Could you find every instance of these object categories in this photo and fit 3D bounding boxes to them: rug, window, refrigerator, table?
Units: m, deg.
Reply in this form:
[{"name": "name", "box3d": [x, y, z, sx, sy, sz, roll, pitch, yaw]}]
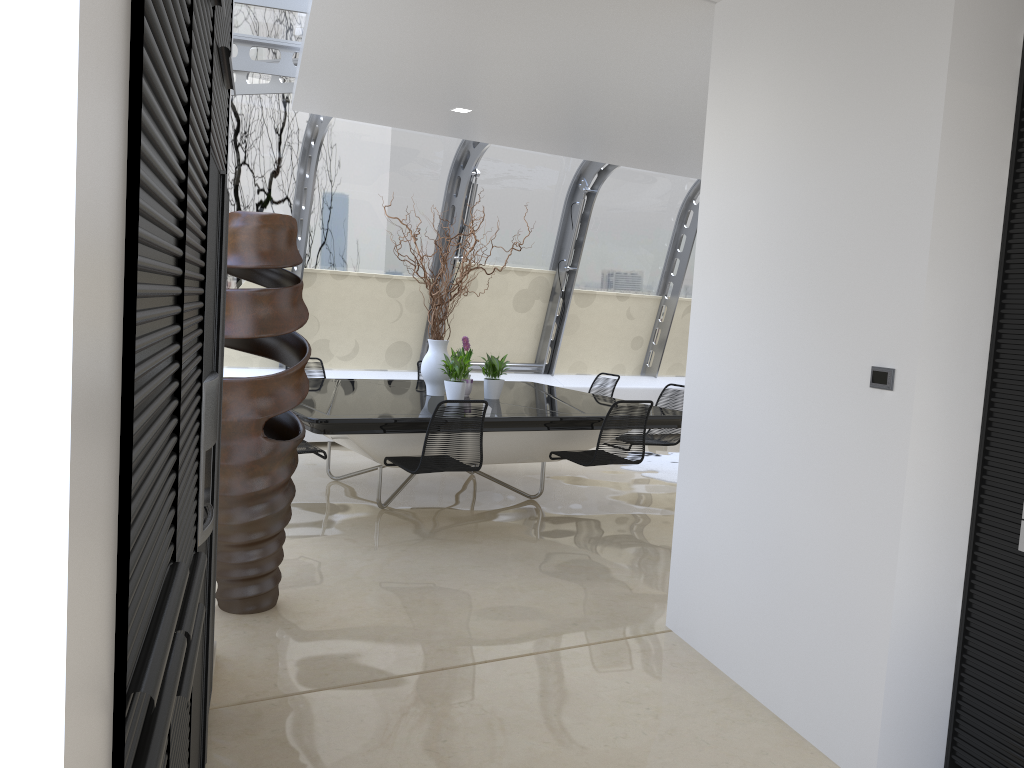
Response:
[{"name": "rug", "box3d": [2.528, 0.907, 8.521, 2.705, 0.008, 3.220, 1, 6, -31]}, {"name": "window", "box3d": [4.348, -0.050, 4.227, 16.171, 3.674, 16.693, 1, 5, -24]}, {"name": "refrigerator", "box3d": [-0.977, 0.266, 2.570, 0.234, 1.742, 1.006, 2, 5, -17]}, {"name": "table", "box3d": [-0.519, 0.465, 7.020, 3.031, 0.759, 2.494, 1, 6, -30]}]

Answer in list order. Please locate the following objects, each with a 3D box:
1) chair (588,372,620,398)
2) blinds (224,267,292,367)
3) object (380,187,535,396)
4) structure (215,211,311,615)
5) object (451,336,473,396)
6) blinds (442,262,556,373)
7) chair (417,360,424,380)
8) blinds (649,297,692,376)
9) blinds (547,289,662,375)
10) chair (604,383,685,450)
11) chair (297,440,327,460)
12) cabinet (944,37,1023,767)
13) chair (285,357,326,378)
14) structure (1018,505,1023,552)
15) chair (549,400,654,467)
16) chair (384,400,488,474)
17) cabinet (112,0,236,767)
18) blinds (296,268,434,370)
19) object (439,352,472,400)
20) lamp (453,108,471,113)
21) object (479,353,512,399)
[{"name": "chair", "box3d": [0.626, 0.156, 8.224, 0.688, 0.519, 0.446, 1, 6, -30]}, {"name": "blinds", "box3d": [-3.139, -0.135, 8.452, 1.829, 2.118, 0.663, 1, 6, -30]}, {"name": "object", "box3d": [-0.394, -0.664, 6.747, 1.135, 1.549, 1.031, 0, 6, -38]}, {"name": "structure", "box3d": [-1.197, 0.141, 4.118, 0.493, 1.843, 0.498, 2, 5, -19]}, {"name": "object", "box3d": [-0.425, -0.157, 7.149, 0.238, 0.476, 0.417, 3, 5, -2]}, {"name": "blinds", "box3d": [-0.191, -0.699, 9.888, 1.376, 1.214, 0.387, 1, 6, -30]}, {"name": "chair", "box3d": [-0.626, 0.065, 8.367, 0.446, 0.519, 0.688, 1, 6, -30]}, {"name": "blinds", "box3d": [2.441, -0.575, 11.480, 1.430, 1.027, 0.329, 1, 6, -30]}, {"name": "blinds", "box3d": [1.114, -0.592, 10.700, 1.430, 1.027, 0.329, 1, 6, -30]}, {"name": "chair", "box3d": [1.128, 0.262, 7.368, 0.688, 0.519, 0.446, 1, 6, -30]}, {"name": "chair", "box3d": [-1.606, 0.220, 5.844, 0.688, 0.519, 0.446, 1, 6, -30]}, {"name": "cabinet", "box3d": [2.658, 0.152, 0.472, 0.831, 2.901, 5.157, 2, 5, -18]}, {"name": "chair", "box3d": [-1.726, 0.051, 7.720, 0.446, 0.519, 0.688, 1, 6, -30]}, {"name": "structure", "box3d": [1.630, 0.322, 2.377, 0.023, 0.420, 0.592, 2, 5, -17]}, {"name": "chair", "box3d": [0.639, 0.330, 6.208, 0.446, 0.519, 0.688, 1, 6, -30]}, {"name": "chair", "box3d": [-0.461, 0.316, 5.561, 0.446, 0.519, 0.688, 1, 6, -30]}, {"name": "cabinet", "box3d": [-1.074, -0.023, 1.886, 0.831, 2.558, 2.252, 2, 5, -16]}, {"name": "blinds", "box3d": [-1.541, -0.626, 9.140, 1.430, 1.027, 0.329, 1, 6, -30]}, {"name": "object", "box3d": [-0.411, -0.052, 6.531, 0.284, 0.369, 0.215, 4, 5, 8]}, {"name": "lamp", "box3d": [6.220, -1.462, 4.878, 9.928, 0.004, 9.775, 1, 6, -30]}, {"name": "object", "box3d": [-0.142, -0.069, 6.927, 0.284, 0.369, 0.215, 4, 5, 3]}]
